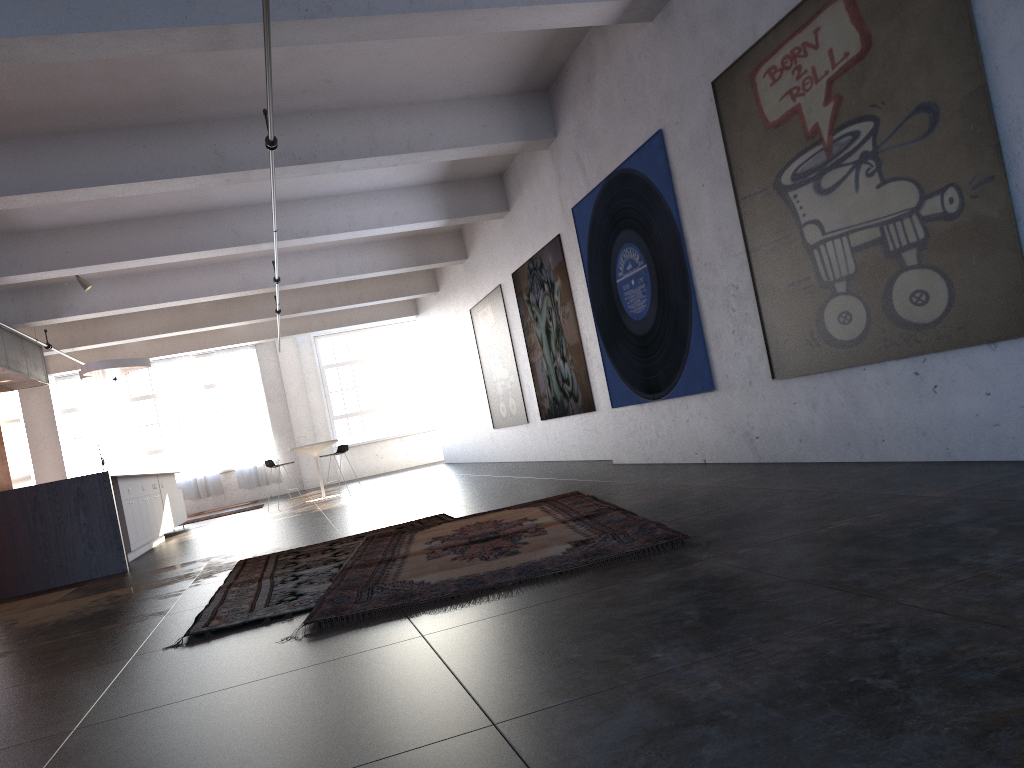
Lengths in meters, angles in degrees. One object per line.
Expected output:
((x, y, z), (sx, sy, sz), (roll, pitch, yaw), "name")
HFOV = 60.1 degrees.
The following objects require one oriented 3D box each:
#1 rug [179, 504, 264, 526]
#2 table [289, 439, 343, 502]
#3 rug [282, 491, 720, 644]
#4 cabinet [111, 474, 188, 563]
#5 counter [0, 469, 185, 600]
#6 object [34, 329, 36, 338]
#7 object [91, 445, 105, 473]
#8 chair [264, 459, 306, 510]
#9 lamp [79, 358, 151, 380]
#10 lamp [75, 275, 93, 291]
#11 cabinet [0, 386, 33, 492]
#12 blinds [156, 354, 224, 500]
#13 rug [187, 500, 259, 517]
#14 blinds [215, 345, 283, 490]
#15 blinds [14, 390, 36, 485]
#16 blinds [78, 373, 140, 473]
((-6.178, 2.610, 16.705), (2.914, 0.029, 1.837), (-11, -2, -16), "rug")
((-3.294, 1.493, 15.119), (0.837, 0.951, 0.821), (-11, -1, -16), "table")
((-0.155, 0.906, 5.160), (1.884, 0.048, 3.510), (-11, -2, -6), "rug")
((-5.191, 1.771, 11.922), (0.931, 0.929, 5.595), (-11, -2, -15), "cabinet")
((-5.058, 1.690, 11.334), (1.153, 0.970, 6.593), (-11, -2, -15), "counter")
((-7.128, 1.384, 10.738), (0.057, 0.060, 0.053), (-12, -1, 7), "object")
((-8.718, 2.254, 18.789), (1.192, 1.919, 1.045), (-11, -1, -16), "object")
((-3.791, 1.665, 14.626), (0.514, 0.895, 0.455), (-11, -1, -39), "chair")
((-6.360, -0.228, 13.913), (1.062, 0.130, 1.024), (-13, -3, 30), "lamp")
((-6.028, -1.448, 12.458), (0.225, 0.286, 0.130), (-11, -1, -32), "lamp")
((-7.748, 1.186, 9.752), (2.403, 2.561, 8.029), (-11, -2, -15), "cabinet")
((-7.784, 0.938, 21.228), (1.048, 3.696, 0.335), (-11, -1, -20), "blinds")
((-7.376, 3.003, 20.148), (3.163, 0.009, 1.797), (-11, -2, -17), "rug")
((-6.486, 0.685, 21.637), (1.040, 3.749, 0.338), (-11, -1, -19), "blinds")
((-10.832, 1.529, 20.321), (1.036, 3.712, 0.311), (-11, -1, -18), "blinds")
((-9.398, 1.257, 20.736), (1.043, 3.673, 0.357), (-11, -1, -18), "blinds")
